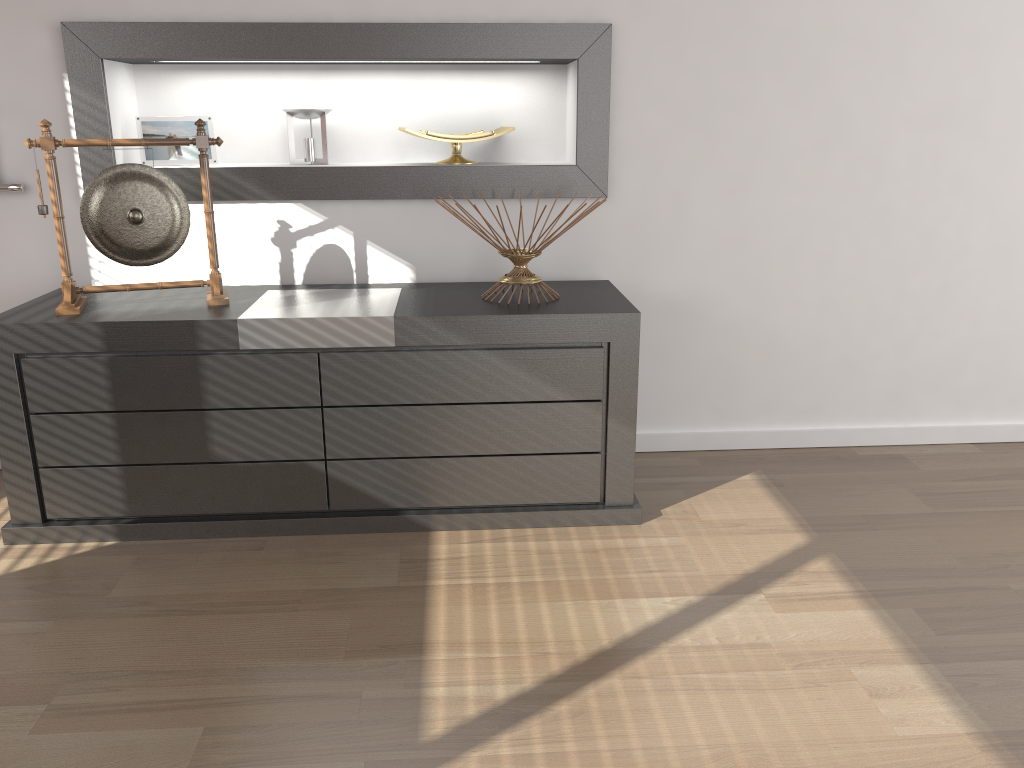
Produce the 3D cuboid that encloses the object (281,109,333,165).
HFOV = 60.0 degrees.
[{"bbox_3d":[-0.648,-0.788,2.834,0.159,0.171,0.159,-16,23,-43],"label":"object"}]

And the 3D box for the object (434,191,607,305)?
[{"bbox_3d":[0.024,-0.386,2.515,0.481,0.282,0.481,-13,21,-36],"label":"object"}]

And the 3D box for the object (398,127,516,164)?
[{"bbox_3d":[-0.179,-0.767,2.855,0.350,0.116,0.181,-4,17,-13],"label":"object"}]

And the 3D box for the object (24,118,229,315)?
[{"bbox_3d":[-1.022,-0.462,2.408,0.490,0.498,0.173,-6,17,-18],"label":"object"}]

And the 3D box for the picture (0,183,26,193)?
[{"bbox_3d":[-1.822,-1.179,2.470,0.701,1.270,0.028,-1,17,-4],"label":"picture"}]

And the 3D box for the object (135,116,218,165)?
[{"bbox_3d":[-1.049,-0.763,2.779,0.226,0.146,0.041,-7,18,-23],"label":"object"}]

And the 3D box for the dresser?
[{"bbox_3d":[-0.522,0.048,2.618,1.740,0.608,0.540,-1,17,-4],"label":"dresser"}]
